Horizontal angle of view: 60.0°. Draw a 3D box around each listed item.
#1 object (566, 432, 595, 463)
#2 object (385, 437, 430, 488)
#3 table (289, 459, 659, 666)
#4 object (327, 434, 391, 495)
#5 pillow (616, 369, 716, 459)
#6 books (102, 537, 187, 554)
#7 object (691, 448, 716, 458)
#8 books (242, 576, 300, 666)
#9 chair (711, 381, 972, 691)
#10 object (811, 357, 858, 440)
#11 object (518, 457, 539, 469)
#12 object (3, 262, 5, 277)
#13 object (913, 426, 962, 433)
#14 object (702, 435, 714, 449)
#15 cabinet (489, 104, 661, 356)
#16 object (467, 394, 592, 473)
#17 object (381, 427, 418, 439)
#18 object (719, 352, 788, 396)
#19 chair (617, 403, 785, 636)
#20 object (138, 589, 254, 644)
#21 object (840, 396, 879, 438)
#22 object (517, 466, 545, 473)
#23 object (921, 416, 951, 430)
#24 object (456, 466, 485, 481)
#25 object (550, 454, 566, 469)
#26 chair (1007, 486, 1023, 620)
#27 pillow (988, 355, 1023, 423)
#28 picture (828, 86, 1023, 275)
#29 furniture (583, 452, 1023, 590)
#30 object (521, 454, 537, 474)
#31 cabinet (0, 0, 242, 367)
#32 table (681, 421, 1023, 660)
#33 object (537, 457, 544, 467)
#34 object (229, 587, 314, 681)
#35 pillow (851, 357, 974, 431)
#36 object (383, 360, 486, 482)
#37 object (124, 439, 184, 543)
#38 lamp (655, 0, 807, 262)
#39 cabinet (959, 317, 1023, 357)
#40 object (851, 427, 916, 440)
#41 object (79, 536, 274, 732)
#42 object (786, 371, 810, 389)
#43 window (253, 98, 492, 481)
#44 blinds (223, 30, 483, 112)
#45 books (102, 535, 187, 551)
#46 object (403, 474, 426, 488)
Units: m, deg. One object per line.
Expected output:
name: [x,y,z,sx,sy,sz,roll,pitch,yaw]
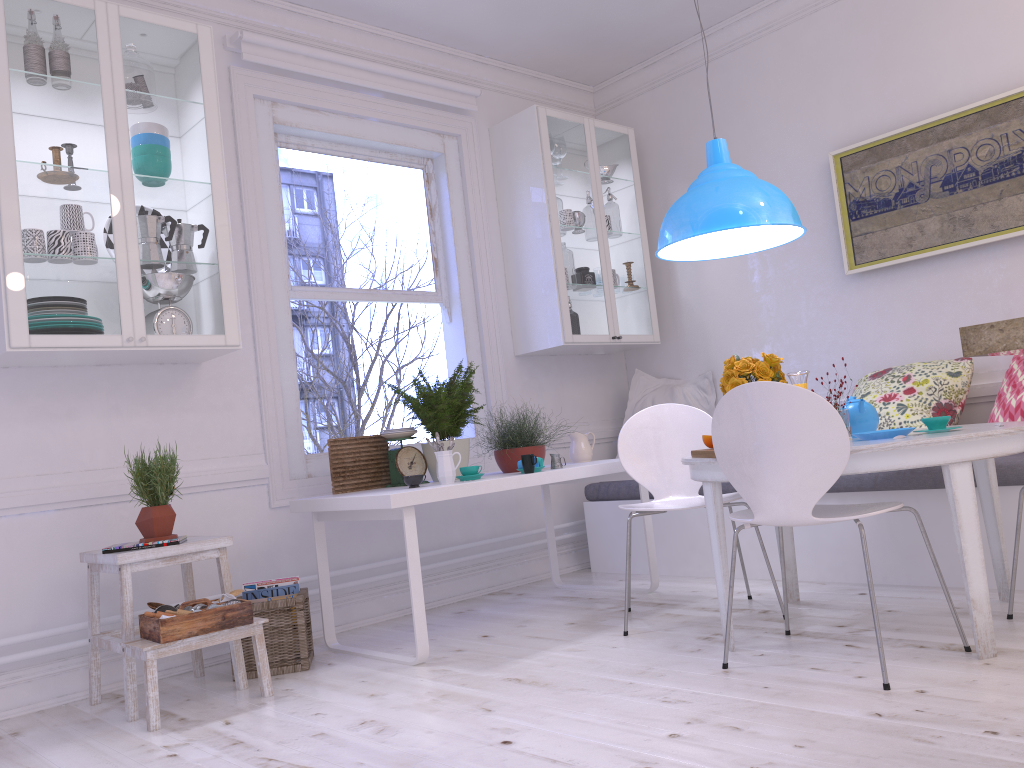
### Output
object: [0.340,0.311,4.381,0.115,0.152,0.127,-9,-5,30]
object: [-0.470,0.341,3.890,0.159,0.208,0.185,-3,-5,-42]
table: [-0.077,0.711,3.858,1.514,0.619,0.736,-3,-5,-42]
object: [-0.658,0.347,3.864,0.294,0.237,0.028,-3,-5,-42]
pillow: [0.900,0.205,5.197,0.677,0.642,0.374,-8,-4,18]
books: [-1.268,0.559,3.075,0.246,0.011,0.180,-6,-4,-12]
object: [0.741,0.220,2.928,0.224,0.024,0.347,-6,-4,-2]
books: [-0.925,0.919,3.416,0.221,0.306,0.205,-6,-4,-9]
chair: [0.911,0.404,2.661,0.483,0.845,0.604,-3,-5,-42]
object: [1.131,0.052,3.067,0.128,0.287,0.128,-3,-5,-41]
object: [0.069,0.334,3.704,0.080,0.058,0.069,-8,-4,20]
object: [-1.565,-0.748,3.384,0.811,0.651,0.376,-3,-5,-42]
object: [1.371,0.150,2.856,0.147,0.011,0.147,-3,-5,-40]
object: [0.713,0.175,2.943,0.129,0.075,0.285,-6,-4,-6]
cabinet: [0.384,-0.849,5.132,0.823,1.311,0.425,-3,-5,-42]
object: [0.034,0.234,4.076,0.668,0.367,0.531,-5,-4,-18]
object: [-0.495,0.217,3.903,0.164,0.047,0.163,-7,-4,7]
object: [0.858,0.055,3.129,0.235,0.351,0.234,-7,-4,12]
chair: [0.676,0.489,3.511,0.604,0.845,0.483,-7,-4,3]
object: [-1.030,0.757,2.931,0.358,0.110,0.211,-3,-5,-40]
object: [1.243,0.116,3.194,0.156,0.151,0.150,-3,-5,-39]
object: [0.080,0.360,3.715,0.121,0.021,0.121,-6,-4,-2]
object: [1.368,0.129,2.858,0.088,0.043,0.088,-4,-5,-35]
object: [-0.173,0.366,3.633,0.121,0.055,0.121,-6,-4,-2]
object: [0.194,0.331,3.824,0.066,0.067,0.052,-3,-5,-42]
chair: [1.836,0.298,2.652,0.483,0.845,0.604,-6,-4,-7]
pillow: [2.235,0.051,3.555,0.491,0.424,0.587,-3,-5,-40]
picture: [1.961,-0.917,4.106,0.020,0.629,0.971,-3,-5,-42]
furniture: [1.741,0.564,3.907,0.769,0.508,3.296,-3,-5,-42]
object: [0.069,0.327,3.625,0.055,0.077,0.070,-5,-4,-17]
cabinet: [-1.550,-0.751,3.368,0.823,1.311,0.425,-3,-5,-42]
table: [1.190,0.505,3.026,1.140,0.629,1.140,-6,-4,-14]
object: [0.086,0.328,3.738,0.082,0.059,0.069,-8,-4,25]
object: [-0.920,0.952,3.401,0.276,0.270,0.276,-6,-4,-9]
pillow: [1.782,0.133,4.061,0.509,0.447,0.592,-3,-5,-37]
object: [-0.305,0.162,3.913,0.438,0.527,0.368,-3,-5,-42]
object: [-1.244,0.361,3.117,0.196,0.367,0.186,-7,-4,2]
lamp: [0.725,-1.499,3.466,0.568,1.948,0.568,-6,-4,-8]
cabinet: [1.351,0.247,1.100,0.654,0.842,1.167,-3,-5,-42]
object: [1.206,0.163,2.878,0.196,0.023,0.196,-9,-5,35]
object: [-1.175,0.824,3.070,0.418,0.534,0.599,-3,-5,-42]
object: [1.075,0.083,3.274,0.094,0.267,0.116,-5,-4,-16]
window: [-0.721,-0.459,4.527,1.234,1.782,0.181,-3,-5,-42]
blinds: [-0.725,-1.541,4.454,1.451,0.131,0.136,-3,-5,-42]
books: [-1.269,0.551,3.076,0.246,0.007,0.180,-6,-4,-12]
object: [-0.384,0.383,3.482,0.082,0.048,0.079,-7,-4,7]
